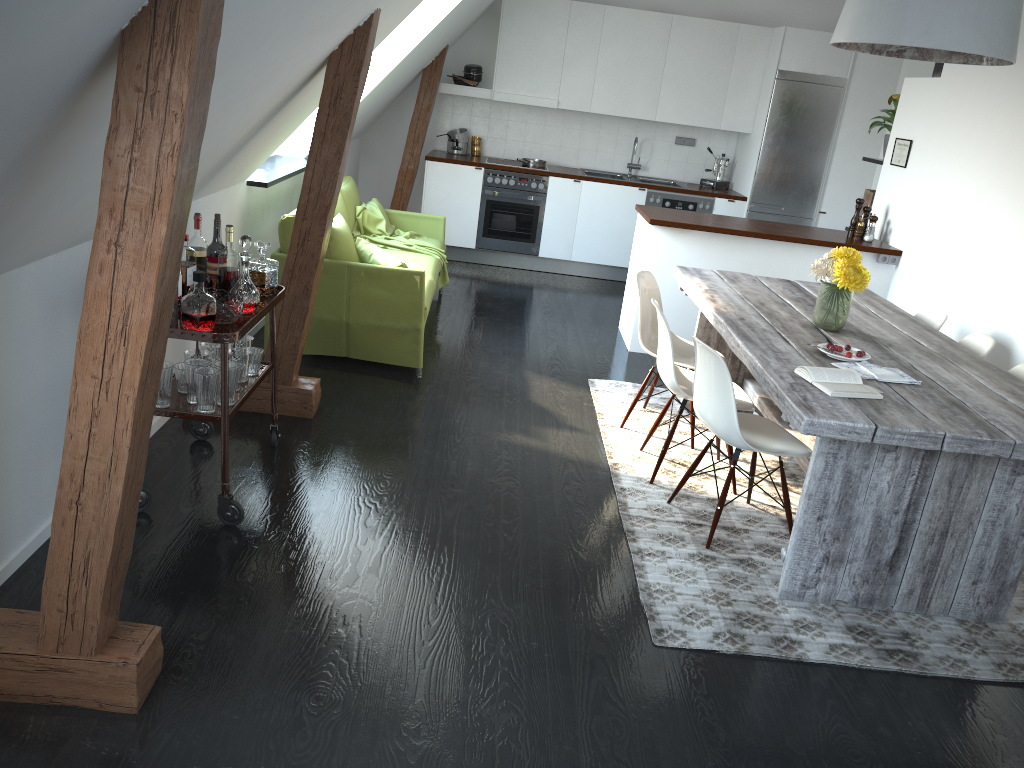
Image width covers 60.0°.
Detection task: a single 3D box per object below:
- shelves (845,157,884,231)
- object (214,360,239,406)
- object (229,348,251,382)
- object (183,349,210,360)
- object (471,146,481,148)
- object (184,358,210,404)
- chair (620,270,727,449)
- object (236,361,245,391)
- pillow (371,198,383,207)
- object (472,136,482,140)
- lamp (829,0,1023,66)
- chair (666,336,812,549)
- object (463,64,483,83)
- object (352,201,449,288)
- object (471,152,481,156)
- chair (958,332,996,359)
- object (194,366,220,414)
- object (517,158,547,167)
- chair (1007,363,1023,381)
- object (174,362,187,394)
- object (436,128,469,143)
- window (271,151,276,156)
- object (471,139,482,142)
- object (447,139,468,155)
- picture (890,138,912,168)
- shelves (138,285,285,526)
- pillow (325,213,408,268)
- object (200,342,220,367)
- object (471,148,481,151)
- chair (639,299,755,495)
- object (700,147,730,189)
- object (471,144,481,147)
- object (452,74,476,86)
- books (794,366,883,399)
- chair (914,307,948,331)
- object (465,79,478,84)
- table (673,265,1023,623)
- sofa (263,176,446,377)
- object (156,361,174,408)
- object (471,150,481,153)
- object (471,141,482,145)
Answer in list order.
[{"bbox_3d":[2.921,-1.339,6.554,0.660,0.553,0.408,7,19,-2],"label":"shelves"},{"bbox_3d":[-1.046,-0.001,3.246,0.087,0.155,0.087,-3,21,-28],"label":"object"},{"bbox_3d":[-1.078,-0.072,3.494,0.095,0.119,0.095,-8,24,-38],"label":"object"},{"bbox_3d":[-1.218,-0.065,3.422,0.095,0.119,0.095,-8,24,-38],"label":"object"},{"bbox_3d":[-0.344,-2.263,8.484,0.099,0.043,0.100,3,19,-14],"label":"object"},{"bbox_3d":[-1.149,-0.009,3.230,0.087,0.155,0.087,-3,21,-28],"label":"object"},{"bbox_3d":[0.848,-0.147,4.640,0.542,0.801,0.465,16,20,22],"label":"chair"},{"bbox_3d":[-1.073,-0.026,3.396,0.092,0.099,0.092,-1,21,-23],"label":"object"},{"bbox_3d":[-1.002,-1.201,6.540,0.210,0.275,0.462,6,19,-4],"label":"pillow"},{"bbox_3d":[-0.336,-2.334,8.454,0.100,0.047,0.099,5,19,-6],"label":"object"},{"bbox_3d":[1.825,-2.640,3.109,0.757,2.813,0.697,-9,25,-40],"label":"lamp"},{"bbox_3d":[0.932,0.221,3.606,0.542,0.801,0.465,2,20,-15],"label":"chair"},{"bbox_3d":[-0.361,-2.869,8.198,0.190,0.166,0.200,-7,24,-37],"label":"object"},{"bbox_3d":[-0.802,-1.030,6.468,0.722,0.493,0.711,5,19,-7],"label":"object"},{"bbox_3d":[-0.345,-2.205,8.502,0.100,0.036,0.100,6,19,-6],"label":"object"},{"bbox_3d":[1.931,0.111,4.308,0.542,0.801,0.465,9,19,3],"label":"chair"},{"bbox_3d":[-1.089,0.024,3.160,0.087,0.155,0.087,-3,21,-28],"label":"object"},{"bbox_3d":[0.154,-2.080,8.287,0.351,0.061,0.232,-3,21,-27],"label":"object"},{"bbox_3d":[1.919,0.284,3.801,0.542,0.801,0.465,5,19,-6],"label":"chair"},{"bbox_3d":[-1.219,-0.020,3.324,0.092,0.099,0.092,-1,21,-23],"label":"object"},{"bbox_3d":[-0.579,-2.340,8.379,0.371,0.169,0.203,-3,22,-28],"label":"object"},{"bbox_3d":[1.484,-1.952,1.864,5.959,4.249,8.018,7,19,-2],"label":"window"},{"bbox_3d":[-0.340,-2.315,8.461,0.100,0.036,0.100,17,21,25],"label":"object"},{"bbox_3d":[-0.493,-2.245,8.380,0.200,0.154,0.348,0,20,-22],"label":"object"},{"bbox_3d":[2.632,-1.563,5.995,0.023,0.182,0.250,7,19,-2],"label":"picture"},{"bbox_3d":[-1.174,0.030,3.458,0.438,0.732,0.803,6,19,-6],"label":"shelves"},{"bbox_3d":[-0.803,-0.738,5.085,0.600,0.387,0.475,6,19,-5],"label":"pillow"},{"bbox_3d":[-1.196,-0.102,3.536,0.095,0.119,0.095,-8,24,-38],"label":"object"},{"bbox_3d":[-0.344,-2.243,8.489,0.099,0.051,0.099,2,20,-15],"label":"object"},{"bbox_3d":[0.844,0.041,4.094,0.542,0.801,0.465,7,19,-1],"label":"chair"},{"bbox_3d":[1.931,-2.055,8.431,0.353,0.370,0.206,-11,26,-43],"label":"object"},{"bbox_3d":[-0.343,-2.283,8.477,0.099,0.057,0.101,11,19,9],"label":"object"},{"bbox_3d":[-0.441,-2.785,8.114,0.061,0.077,0.331,-10,25,-41],"label":"object"},{"bbox_3d":[1.151,-0.015,3.127,0.202,0.042,0.251,3,19,-13],"label":"books"},{"bbox_3d":[1.933,-0.043,4.756,0.542,0.801,0.465,7,19,-1],"label":"chair"},{"bbox_3d":[-0.414,-2.794,8.159,0.065,0.031,0.335,-10,26,-42],"label":"object"},{"bbox_3d":[1.431,0.141,4.048,1.141,0.788,2.421,7,19,-2],"label":"table"},{"bbox_3d":[-0.926,-0.817,5.871,0.898,0.825,2.093,6,19,-3],"label":"sofa"},{"bbox_3d":[-1.250,0.004,3.156,0.087,0.155,0.087,-3,21,-28],"label":"object"},{"bbox_3d":[-0.344,-2.226,8.494,0.100,0.048,0.099,13,20,15],"label":"object"},{"bbox_3d":[-0.342,-2.299,8.467,0.100,0.036,0.100,-6,23,-34],"label":"object"}]
